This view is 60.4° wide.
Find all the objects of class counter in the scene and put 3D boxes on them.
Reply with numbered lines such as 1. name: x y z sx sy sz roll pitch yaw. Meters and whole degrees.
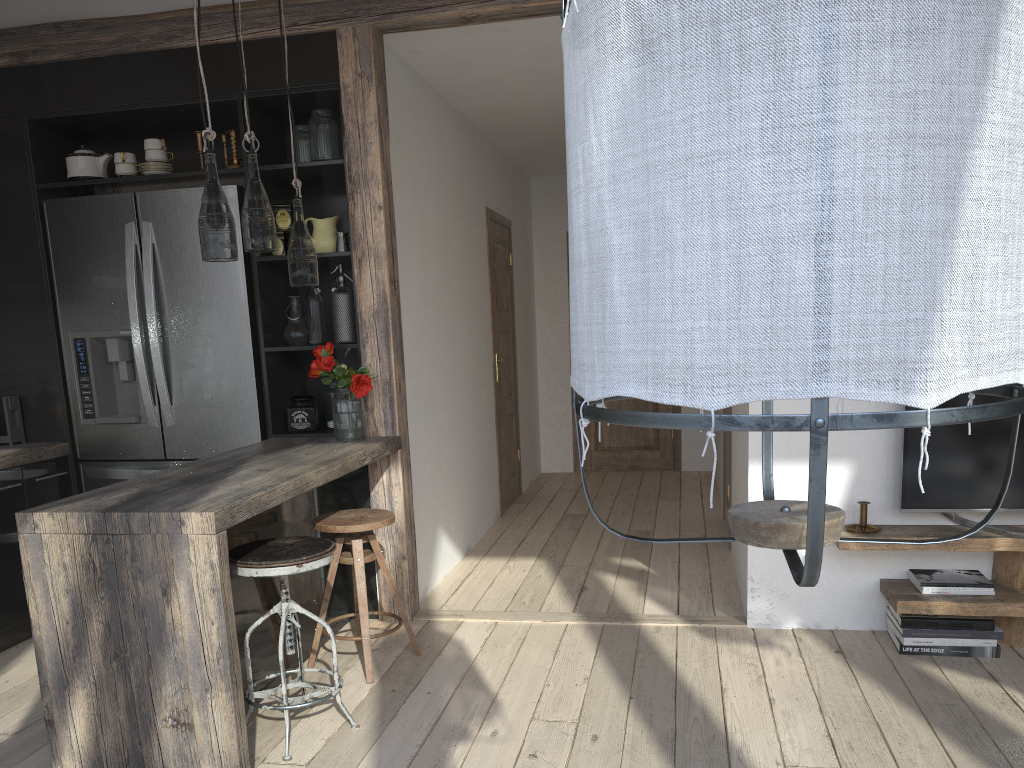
1. counter: -1.920 0.820 2.311 2.242 0.868 3.750 -2 4 11

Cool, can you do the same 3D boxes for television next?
1. television: 2.036 0.202 3.265 1.103 0.720 0.202 -1 10 11

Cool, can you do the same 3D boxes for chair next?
1. chair: -0.726 0.839 2.870 0.351 0.649 0.349 6 13 44
2. chair: -0.600 0.814 3.466 0.340 0.607 0.335 3 10 31

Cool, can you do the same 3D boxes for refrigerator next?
1. refrigerator: -1.529 0.103 4.353 0.943 1.960 0.834 -1 10 11

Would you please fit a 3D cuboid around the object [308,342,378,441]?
1. object: -0.707 0.030 3.729 0.310 0.423 0.248 5 12 43

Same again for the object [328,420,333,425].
1. object: -0.738 0.180 4.045 0.213 0.025 0.212 -4 4 -26

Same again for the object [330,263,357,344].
1. object: -0.740 -0.352 3.862 0.108 0.357 0.107 6 13 40

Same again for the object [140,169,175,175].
1. object: -1.568 -0.926 3.897 0.148 0.023 0.147 1 5 38

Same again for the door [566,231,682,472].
1. door: 0.965 -0.264 7.527 0.941 2.112 0.080 -1 11 11

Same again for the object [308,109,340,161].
1. object: -0.794 -1.040 3.713 0.125 0.211 0.122 0 9 15

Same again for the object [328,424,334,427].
1. object: -0.738 0.188 4.046 0.214 0.025 0.212 -4 4 -21

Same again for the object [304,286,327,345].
1. object: -0.877 -0.325 3.911 0.086 0.308 0.084 -2 10 3

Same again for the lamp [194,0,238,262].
1. lamp: -0.850 -1.020 2.524 0.225 1.314 0.106 0 11 13

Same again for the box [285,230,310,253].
1. box: -0.947 -0.620 3.902 0.083 0.116 0.081 1 9 21

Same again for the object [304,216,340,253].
1. object: -0.830 -0.653 3.885 0.149 0.173 0.133 -3 8 -3

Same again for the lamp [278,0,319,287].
1. lamp: -0.737 -1.036 3.110 0.226 1.368 0.107 0 11 13

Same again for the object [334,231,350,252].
1. object: -0.726 -0.615 3.812 0.093 0.098 0.073 -1 8 12

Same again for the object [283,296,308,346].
1. object: -0.985 -0.287 4.021 0.132 0.224 0.130 1 10 23

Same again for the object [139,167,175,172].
1. object: -1.568 -0.938 3.894 0.147 0.026 0.147 -5 5 -37

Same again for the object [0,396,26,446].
1. object: -2.492 0.176 4.145 0.351 0.231 0.086 -1 10 11

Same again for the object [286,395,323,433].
1. object: -0.953 0.134 4.035 0.134 0.168 0.132 -2 8 1

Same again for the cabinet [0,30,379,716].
1. cabinet: -1.986 -0.022 2.365 2.093 2.553 4.144 -1 6 11

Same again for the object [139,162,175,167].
1. object: -1.569 -0.960 3.890 0.147 0.026 0.147 -5 5 -37

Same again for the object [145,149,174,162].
1. object: -1.565 -0.993 3.887 0.094 0.069 0.104 0 6 22

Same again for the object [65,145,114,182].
1. object: -1.926 -0.993 4.000 0.184 0.178 0.206 -8 9 -38

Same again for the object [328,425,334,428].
1. object: -0.737 0.196 4.048 0.213 0.025 0.212 -5 4 -31

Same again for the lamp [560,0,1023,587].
1. lamp: 0.224 -0.792 0.683 0.396 1.933 0.403 -10 13 -37

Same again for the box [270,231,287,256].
1. box: -1.033 -0.618 3.923 0.083 0.116 0.081 -1 8 11

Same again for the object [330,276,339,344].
1. object: -0.781 -0.336 4.007 0.085 0.308 0.085 -9 12 -32

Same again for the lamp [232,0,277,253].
1. lamp: -0.804 -1.065 2.801 0.239 1.263 0.106 2 11 22

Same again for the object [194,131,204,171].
1. object: -1.347 -1.003 3.813 0.059 0.171 0.058 -3 10 -4

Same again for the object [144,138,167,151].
1. object: -1.563 -1.038 3.873 0.106 0.069 0.092 -3 6 -3

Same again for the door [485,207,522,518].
1. door: -0.048 -0.140 6.286 0.082 2.112 0.824 0 10 11

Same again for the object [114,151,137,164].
1. object: -1.716 -0.989 3.913 0.105 0.069 0.093 2 8 39

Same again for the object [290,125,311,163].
1. object: -0.898 -1.026 3.826 0.125 0.176 0.125 -9 11 -39

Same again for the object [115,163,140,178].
1. object: -1.713 -0.944 3.928 0.105 0.069 0.093 -5 7 -26

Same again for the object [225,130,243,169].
1. object: -1.192 -1.010 3.784 0.095 0.176 0.094 -5 9 -15

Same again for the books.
1. books: 1.674 0.887 3.422 0.360 0.270 0.285 -1 7 11

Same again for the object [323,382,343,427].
1. object: -0.834 0.097 4.188 0.125 0.211 0.122 -3 9 -2

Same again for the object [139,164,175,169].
1. object: -1.568 -0.949 3.892 0.147 0.026 0.147 -5 5 -37

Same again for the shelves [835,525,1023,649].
1. shelves: 2.062 0.785 3.328 1.603 0.460 0.324 -2 8 11

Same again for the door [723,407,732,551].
1. door: 1.269 -0.124 5.173 0.082 2.112 0.824 0 10 11

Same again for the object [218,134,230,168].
1. object: -1.257 -1.013 3.867 0.061 0.176 0.061 6 13 39

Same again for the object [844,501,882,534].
1. object: 1.379 0.520 3.452 0.139 0.115 0.137 -3 7 -6

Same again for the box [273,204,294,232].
1. box: -1.006 -0.730 3.883 0.082 0.116 0.081 -4 8 -9
